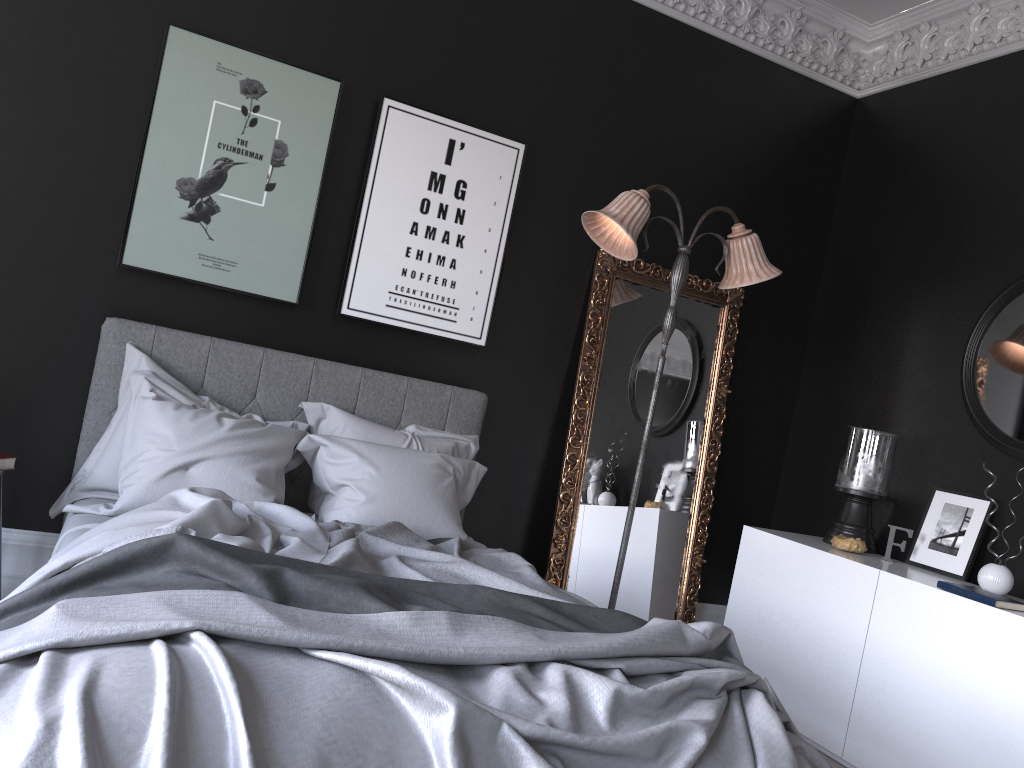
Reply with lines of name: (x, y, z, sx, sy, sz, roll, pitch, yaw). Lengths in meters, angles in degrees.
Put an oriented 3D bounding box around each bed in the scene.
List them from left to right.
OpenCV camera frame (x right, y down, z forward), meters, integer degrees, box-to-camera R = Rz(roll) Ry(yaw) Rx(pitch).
bed: (-0.536, 0.593, 2.733, 2.771, 1.298, 3.277, 12, -1, -36)

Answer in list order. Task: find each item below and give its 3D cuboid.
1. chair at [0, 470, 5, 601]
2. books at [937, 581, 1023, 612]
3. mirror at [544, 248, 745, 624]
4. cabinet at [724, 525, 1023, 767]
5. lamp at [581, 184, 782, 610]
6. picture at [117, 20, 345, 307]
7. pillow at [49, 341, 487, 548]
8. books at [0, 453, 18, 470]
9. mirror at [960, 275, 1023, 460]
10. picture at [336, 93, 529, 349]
chair: (-2.107, 0.605, 3.176, 0.612, 0.673, 0.614, 11, 0, 20)
books: (1.872, 0.843, 3.521, 0.193, 0.030, 0.289, 12, -1, -18)
mirror: (0.734, 0.432, 4.893, 0.993, 2.192, 0.254, 11, 0, -24)
cabinet: (1.878, 1.312, 3.725, 0.571, 0.882, 2.393, 12, -1, -24)
lamp: (0.638, 0.284, 4.254, 0.985, 2.411, 0.773, 11, 0, 9)
picture: (-1.242, -0.963, 3.980, 0.793, 1.078, 0.014, 12, 0, -24)
pillow: (-0.895, 0.349, 3.770, 1.833, 0.760, 0.679, 12, 0, -24)
books: (-2.025, 0.255, 3.179, 0.346, 0.045, 0.275, 11, -1, 6)
mirror: (2.425, -0.103, 3.984, 0.061, 0.924, 0.923, 11, 0, -24)
picture: (-0.375, -0.780, 4.380, 0.793, 1.078, 0.014, 12, 0, -24)
